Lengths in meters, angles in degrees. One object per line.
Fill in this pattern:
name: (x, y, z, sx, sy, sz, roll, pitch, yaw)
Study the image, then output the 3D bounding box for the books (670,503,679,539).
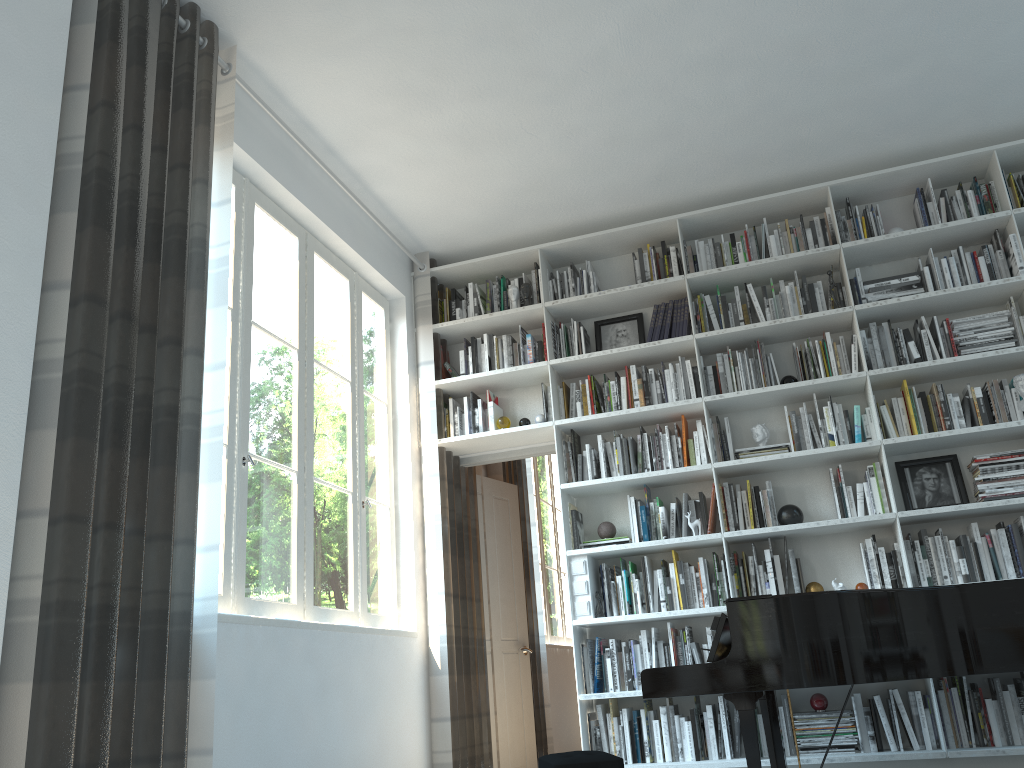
books: (0.894, 0.771, 4.870, 0.056, 0.213, 0.143, -10, -19, 16)

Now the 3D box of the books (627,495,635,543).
books: (0.677, 0.771, 4.931, 0.012, 0.284, 0.160, -10, -19, 16)

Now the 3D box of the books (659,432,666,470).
books: (0.861, 0.409, 4.994, 0.011, 0.251, 0.139, -10, -19, 16)

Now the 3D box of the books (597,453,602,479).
books: (0.522, 0.503, 5.096, 0.021, 0.187, 0.129, -10, -19, 16)

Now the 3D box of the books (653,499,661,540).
books: (0.817, 0.767, 4.895, 0.022, 0.248, 0.129, -10, -19, 16)

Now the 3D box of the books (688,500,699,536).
books: (0.997, 0.749, 4.816, 0.030, 0.207, 0.173, -10, -19, 16)

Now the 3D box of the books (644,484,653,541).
books: (0.769, 0.734, 4.922, 0.011, 0.334, 0.154, -10, -19, 16)

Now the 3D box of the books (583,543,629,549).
books: (0.540, 0.916, 4.943, 0.254, 0.012, 0.161, -10, -20, 17)

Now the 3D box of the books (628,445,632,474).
books: (0.690, 0.463, 5.041, 0.010, 0.203, 0.139, -10, -19, 16)

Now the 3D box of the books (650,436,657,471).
books: (0.812, 0.422, 4.987, 0.013, 0.228, 0.177, -10, -19, 16)

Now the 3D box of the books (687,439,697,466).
books: (1.012, 0.412, 4.932, 0.030, 0.182, 0.152, -10, -19, 16)

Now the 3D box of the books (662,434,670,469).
books: (0.883, 0.412, 4.995, 0.028, 0.241, 0.132, -10, -19, 16)

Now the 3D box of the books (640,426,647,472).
books: (0.758, 0.399, 5.017, 0.013, 0.298, 0.152, -10, -19, 16)

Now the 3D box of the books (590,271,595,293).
books: (0.509, -0.561, 5.408, 0.014, 0.201, 0.171, -10, -19, 16)

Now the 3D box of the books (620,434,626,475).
books: (0.652, 0.434, 5.052, 0.011, 0.270, 0.158, -10, -19, 16)

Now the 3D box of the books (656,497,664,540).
books: (0.826, 0.759, 4.874, 0.011, 0.249, 0.172, -10, -19, 16)

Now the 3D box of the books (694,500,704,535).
books: (1.028, 0.746, 4.818, 0.027, 0.209, 0.144, -10, -19, 16)

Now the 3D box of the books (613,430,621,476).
books: (0.618, 0.426, 5.055, 0.011, 0.292, 0.184, -10, -19, 16)

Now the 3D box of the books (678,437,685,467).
books: (0.956, 0.411, 4.947, 0.013, 0.202, 0.162, -10, -19, 16)

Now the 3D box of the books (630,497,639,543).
books: (0.694, 0.773, 4.923, 0.024, 0.272, 0.151, -10, -19, 16)

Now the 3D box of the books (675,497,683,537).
books: (0.925, 0.753, 4.864, 0.013, 0.241, 0.142, -10, -19, 16)

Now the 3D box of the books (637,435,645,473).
books: (0.737, 0.429, 5.034, 0.048, 0.255, 0.142, -10, -19, 16)

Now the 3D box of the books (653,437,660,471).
books: (0.828, 0.424, 4.994, 0.013, 0.227, 0.152, -10, -19, 16)

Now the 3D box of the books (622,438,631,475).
books: (0.664, 0.442, 5.027, 0.024, 0.236, 0.167, -10, -19, 16)

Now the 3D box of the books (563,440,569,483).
books: (0.333, 0.484, 5.152, 0.012, 0.284, 0.160, -10, -19, 16)

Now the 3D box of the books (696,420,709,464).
books: (1.066, 0.356, 4.937, 0.027, 0.285, 0.148, -10, -19, 16)

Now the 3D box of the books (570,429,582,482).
books: (0.381, 0.443, 5.116, 0.012, 0.332, 0.185, -10, -19, 16)

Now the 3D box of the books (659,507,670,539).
books: (0.844, 0.780, 4.847, 0.029, 0.189, 0.189, -10, -20, 16)

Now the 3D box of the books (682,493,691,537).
books: (0.955, 0.736, 4.843, 0.060, 0.254, 0.159, -10, -19, 16)

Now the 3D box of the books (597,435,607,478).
books: (0.533, 0.448, 5.084, 0.023, 0.280, 0.174, -10, -19, 16)

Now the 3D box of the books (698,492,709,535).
books: (1.050, 0.723, 4.820, 0.021, 0.250, 0.154, -10, -19, 16)

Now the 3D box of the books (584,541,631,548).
books: (0.538, 0.904, 4.943, 0.254, 0.012, 0.161, -9, -20, 13)

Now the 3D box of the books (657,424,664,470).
books: (0.851, 0.387, 5.009, 0.011, 0.303, 0.130, -10, -19, 16)

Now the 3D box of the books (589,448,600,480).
books: (0.485, 0.486, 5.065, 0.028, 0.203, 0.188, -10, -20, 16)

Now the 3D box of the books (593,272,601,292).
books: (0.524, -0.564, 5.414, 0.013, 0.209, 0.137, -10, -19, 16)

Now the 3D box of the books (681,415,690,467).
books: (0.975, 0.350, 4.961, 0.035, 0.324, 0.170, -10, -19, 16)

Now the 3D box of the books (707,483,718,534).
books: (1.085, 0.692, 4.774, 0.082, 0.275, 0.229, -10, -19, 16)

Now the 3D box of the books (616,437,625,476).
books: (0.632, 0.442, 5.037, 0.021, 0.246, 0.189, -10, -19, 16)

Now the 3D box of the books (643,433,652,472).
books: (0.779, 0.419, 5.015, 0.021, 0.255, 0.156, -10, -19, 16)

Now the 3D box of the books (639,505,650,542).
books: (0.744, 0.788, 4.877, 0.029, 0.207, 0.190, -10, -20, 16)

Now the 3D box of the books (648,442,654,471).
books: (0.801, 0.440, 5.001, 0.021, 0.204, 0.130, -10, -19, 16)

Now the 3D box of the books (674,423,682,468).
books: (0.944, 0.376, 4.979, 0.015, 0.291, 0.144, -10, -19, 16)

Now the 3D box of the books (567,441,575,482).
books: (0.366, 0.479, 5.114, 0.027, 0.265, 0.176, -10, -19, 16)

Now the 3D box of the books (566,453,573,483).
books: (0.351, 0.514, 5.126, 0.026, 0.208, 0.155, -10, -19, 16)

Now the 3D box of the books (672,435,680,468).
books: (0.929, 0.411, 4.968, 0.021, 0.220, 0.149, -10, -19, 16)

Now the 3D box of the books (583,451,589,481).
books: (0.439, 0.501, 5.106, 0.042, 0.208, 0.144, -10, -19, 16)

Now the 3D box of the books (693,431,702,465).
books: (1.039, 0.389, 4.930, 0.031, 0.222, 0.145, -10, -19, 16)

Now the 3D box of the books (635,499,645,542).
books: (0.723, 0.779, 4.920, 0.031, 0.254, 0.143, -10, -19, 16)

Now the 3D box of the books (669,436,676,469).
books: (0.912, 0.414, 4.968, 0.012, 0.216, 0.160, -10, -19, 16)

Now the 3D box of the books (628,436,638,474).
books: (0.699, 0.436, 5.026, 0.023, 0.241, 0.185, -10, -19, 16)

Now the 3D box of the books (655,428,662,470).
books: (0.836, 0.399, 4.993, 0.012, 0.271, 0.146, -10, -19, 16)

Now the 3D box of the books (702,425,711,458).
books: (1.098, 0.364, 4.924, 0.036, 0.256, 0.123, -10, -19, 16)

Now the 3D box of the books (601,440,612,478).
books: (0.548, 0.460, 5.066, 0.011, 0.245, 0.177, -10, -19, 16)

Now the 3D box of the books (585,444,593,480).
books: (0.463, 0.478, 5.086, 0.022, 0.235, 0.177, -10, -19, 16)

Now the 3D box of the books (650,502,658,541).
books: (0.794, 0.782, 4.905, 0.030, 0.230, 0.148, -10, -19, 16)

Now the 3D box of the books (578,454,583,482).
books: (0.411, 0.512, 5.091, 0.037, 0.181, 0.189, -10, -20, 16)

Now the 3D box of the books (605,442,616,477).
books: (0.584, 0.463, 5.079, 0.049, 0.242, 0.139, -10, -19, 16)

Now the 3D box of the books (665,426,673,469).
books: (0.893, 0.385, 4.969, 0.015, 0.274, 0.157, -10, -19, 16)

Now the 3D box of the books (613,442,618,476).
books: (0.609, 0.458, 5.051, 0.014, 0.229, 0.148, -10, -19, 16)
